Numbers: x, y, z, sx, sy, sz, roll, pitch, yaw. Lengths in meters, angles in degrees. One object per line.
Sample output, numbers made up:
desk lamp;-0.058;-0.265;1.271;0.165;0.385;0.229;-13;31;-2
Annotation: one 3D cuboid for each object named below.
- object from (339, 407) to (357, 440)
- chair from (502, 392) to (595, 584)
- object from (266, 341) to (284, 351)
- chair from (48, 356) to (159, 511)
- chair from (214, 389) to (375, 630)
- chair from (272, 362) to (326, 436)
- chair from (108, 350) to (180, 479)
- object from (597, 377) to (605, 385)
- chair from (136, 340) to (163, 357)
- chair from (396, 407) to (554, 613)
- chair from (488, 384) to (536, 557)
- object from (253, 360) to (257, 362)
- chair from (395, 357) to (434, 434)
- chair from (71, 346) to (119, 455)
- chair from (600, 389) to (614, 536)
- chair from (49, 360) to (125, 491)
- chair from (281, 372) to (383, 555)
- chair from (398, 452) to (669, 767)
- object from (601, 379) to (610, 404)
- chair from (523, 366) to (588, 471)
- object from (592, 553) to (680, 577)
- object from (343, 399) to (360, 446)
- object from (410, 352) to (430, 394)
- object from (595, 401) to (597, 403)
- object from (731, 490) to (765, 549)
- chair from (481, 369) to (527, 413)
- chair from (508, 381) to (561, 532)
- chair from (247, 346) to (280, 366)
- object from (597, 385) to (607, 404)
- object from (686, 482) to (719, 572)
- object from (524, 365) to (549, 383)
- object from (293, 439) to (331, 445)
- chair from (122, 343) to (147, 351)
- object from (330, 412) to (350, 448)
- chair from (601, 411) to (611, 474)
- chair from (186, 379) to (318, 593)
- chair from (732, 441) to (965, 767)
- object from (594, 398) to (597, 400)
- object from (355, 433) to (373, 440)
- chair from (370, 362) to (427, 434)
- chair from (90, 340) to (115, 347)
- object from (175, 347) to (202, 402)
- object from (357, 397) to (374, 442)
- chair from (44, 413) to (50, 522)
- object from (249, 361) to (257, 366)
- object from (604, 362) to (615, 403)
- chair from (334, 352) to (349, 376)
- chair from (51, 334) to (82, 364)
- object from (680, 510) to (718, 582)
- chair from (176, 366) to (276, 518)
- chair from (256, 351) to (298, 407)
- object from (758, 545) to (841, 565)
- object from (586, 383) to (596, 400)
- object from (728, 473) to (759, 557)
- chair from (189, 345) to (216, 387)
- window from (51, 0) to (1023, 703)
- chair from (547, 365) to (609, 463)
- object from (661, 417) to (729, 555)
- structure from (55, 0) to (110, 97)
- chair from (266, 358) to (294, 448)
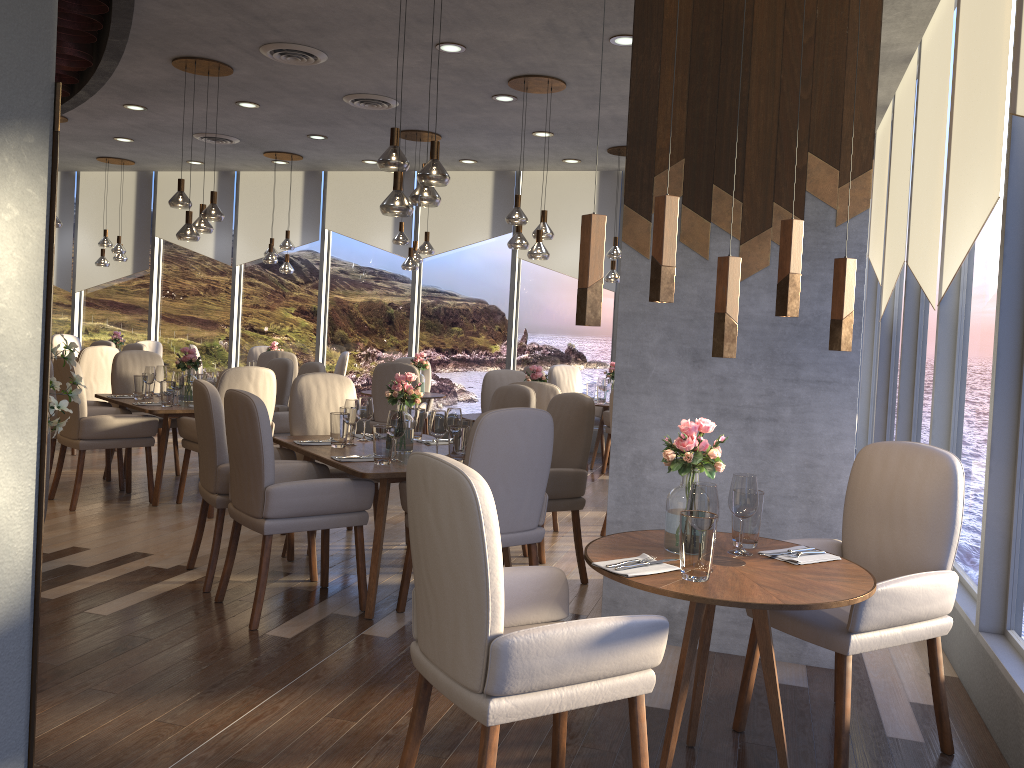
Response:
object;-0.917;0.221;4.956;0.102;0.178;0.102;3;2;-3
chair;0.094;0.542;4.754;0.599;0.999;0.529;2;2;-30
object;-2.724;-0.281;10.144;0.198;0.415;0.210;3;2;14
chair;-2.818;0.313;6.093;0.599;0.999;0.529;1;3;-45
chair;-1.001;0.524;4.047;0.599;0.999;0.529;2;2;-38
chair;-1.811;0.319;6.939;0.599;0.999;0.529;2;2;-38
chair;-3.049;0.230;7.352;0.528;0.999;0.600;2;2;-38
object;0.907;0.057;9.041;0.092;0.244;0.092;3;2;-3
chair;-4.606;-0.044;10.770;0.600;0.999;0.528;4;2;30
chair;-0.154;0.574;3.952;0.528;0.999;0.600;2;2;-36
chair;-0.209;0.499;5.231;0.599;0.999;0.529;2;2;-36
object;-2.963;-0.185;10.302;0.102;0.178;0.102;1;2;-43
chair;-1.086;0.224;9.303;0.528;0.999;0.600;3;2;-3
chair;-4.038;0.124;8.312;0.600;0.999;0.528;4;2;30
chair;0.942;0.529;5.771;0.599;0.999;0.529;2;2;-27
chair;-3.197;0.270;6.517;0.599;0.999;0.529;2;2;-38
chair;-1.073;0.448;5.326;0.528;0.999;0.600;2;2;-31
chair;0.026;0.675;2.323;0.599;0.999;0.529;2;2;-31
object;0.930;0.071;8.811;0.092;0.244;0.092;3;2;-3
chair;0.410;0.335;8.722;0.599;0.999;0.529;2;2;-27
object;0.367;0.509;2.515;0.255;0.019;0.158;1;4;-35
object;-0.855;0.205;4.714;0.092;0.244;0.092;3;2;12
object;-0.912;-0.105;8.709;0.210;0.415;0.198;3;2;-11
object;0.759;0.174;8.832;0.255;0.019;0.158;1;4;-28
object;0.750;0.431;2.837;0.102;0.178;0.102;2;2;-25
chair;-0.034;0.392;7.294;0.528;0.999;0.600;3;2;-8
chair;0.083;0.463;6.139;0.528;0.999;0.600;3;2;-7
chair;-2.960;0.049;10.657;0.528;0.999;0.600;2;2;-21
object;0.881;0.107;8.713;0.102;0.178;0.102;3;2;-12
object;0.539;0.405;2.515;0.092;0.244;0.092;3;2;7
object;0.179;0.060;6.789;0.210;0.415;0.198;2;2;-26
object;-1.026;0.307;4.729;0.255;0.019;0.158;1;4;-30
chair;-4.145;0.071;9.166;0.529;0.999;0.599;4;2;35
object;-0.899;0.241;4.615;0.102;0.178;0.102;3;2;6
chair;1.228;0.394;8.440;0.528;0.999;0.600;2;2;-30
chair;-1.324;0.481;4.516;0.599;0.999;0.529;2;2;-30
chair;1.141;0.698;2.962;0.599;0.999;0.529;2;2;-31
object;0.935;0.162;9.206;0.157;0.019;0.255;2;3;-22
object;-0.806;0.299;5.078;0.157;0.019;0.255;1;4;-29
chair;-1.058;0.291;8.142;0.528;0.999;0.600;3;2;-2
chair;-4.617;0.028;9.477;0.529;0.999;0.600;4;2;30
object;-2.458;-0.075;6.727;0.210;0.415;0.198;2;2;-26
object;-0.815;0.196;4.910;0.092;0.244;0.092;4;2;19
chair;-2.596;0.505;4.322;0.775;0.837;0.595;5;3;36
object;-2.903;-0.161;9.943;0.102;0.178;0.102;2;2;-23
object;1.028;-0.016;8.941;0.198;0.415;0.210;2;2;-36
chair;-2.221;0.108;10.295;0.599;0.999;0.529;2;2;-17
chair;-5.598;-0.130;11.369;0.600;0.999;0.528;4;2;29
object;0.504;0.442;2.412;0.102;0.178;0.102;3;2;1
chair;-1.951;0.359;6.098;0.528;0.999;0.600;1;2;-43
chair;-2.570;0.131;9.564;0.528;0.999;0.600;2;2;-21
object;0.871;0.523;2.729;0.255;0.019;0.158;1;4;-31
object;0.811;0.082;9.098;0.102;0.178;0.102;4;2;34
object;0.711;0.402;2.735;0.092;0.244;0.092;4;2;39
chair;-3.334;0.068;9.971;0.599;0.999;0.529;2;2;-18
window;0.164;-0.956;7.442;8.056;3.196;16.147;1;4;-29
chair;0.673;0.308;9.459;0.528;0.999;0.600;2;2;-30
object;0.552;0.309;2.715;0.210;0.415;0.198;3;2;-6
structure;-4.621;-2.342;5.947;2.754;0.556;9.466;0;4;-44
chair;-2.171;0.275;7.374;0.599;0.999;0.529;1;2;-43
